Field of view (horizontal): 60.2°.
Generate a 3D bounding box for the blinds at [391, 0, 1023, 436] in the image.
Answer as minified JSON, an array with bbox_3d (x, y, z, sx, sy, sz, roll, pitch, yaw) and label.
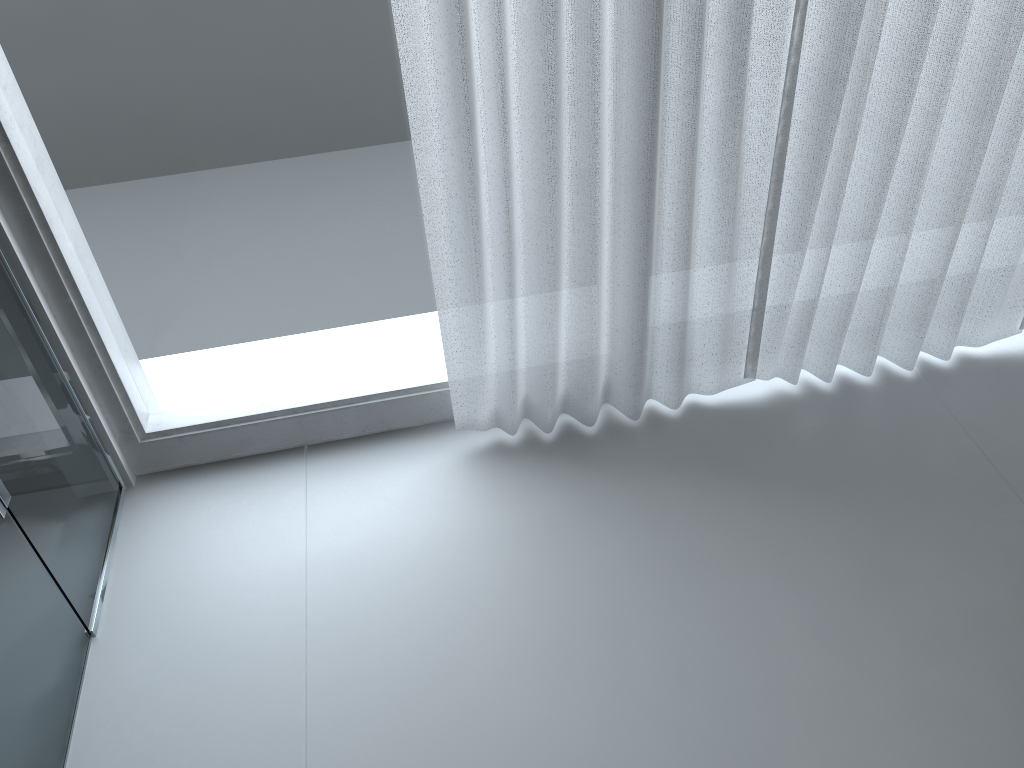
[{"bbox_3d":[0.709,-1.019,1.044,1.855,2.583,0.142,-10,41,-6],"label":"blinds"}]
